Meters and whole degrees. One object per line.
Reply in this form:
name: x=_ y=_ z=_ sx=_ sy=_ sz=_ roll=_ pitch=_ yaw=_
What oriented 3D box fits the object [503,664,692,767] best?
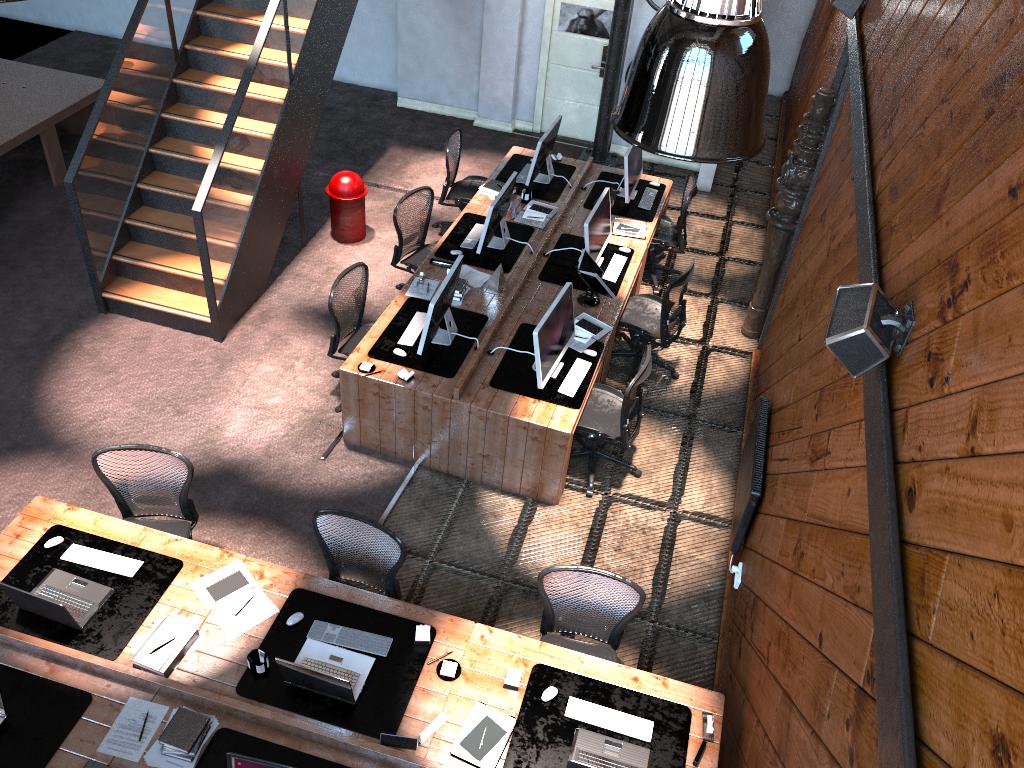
object: x=0.432 y=1.775 z=4.368 sx=0.848 sy=0.008 sz=0.687 roll=14 pitch=40 yaw=9

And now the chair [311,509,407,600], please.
chair: x=-0.937 y=1.304 z=5.086 sx=0.770 sy=1.085 sz=0.792 roll=7 pitch=40 yaw=1

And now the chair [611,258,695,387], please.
chair: x=1.158 y=-0.596 z=7.614 sx=0.792 sy=1.085 sz=0.770 roll=13 pitch=40 yaw=8

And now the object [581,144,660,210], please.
object: x=1.203 y=-2.076 z=8.631 sx=0.799 sy=0.576 sz=0.648 roll=-16 pitch=45 yaw=-24

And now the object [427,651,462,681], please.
object: x=-0.336 y=1.474 z=4.614 sx=0.158 sy=0.026 sz=0.154 roll=-19 pitch=46 yaw=-27

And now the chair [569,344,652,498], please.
chair: x=0.661 y=0.204 z=6.598 sx=0.792 sy=1.085 sz=0.770 roll=7 pitch=40 yaw=1

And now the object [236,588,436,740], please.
object: x=-0.895 y=1.431 z=4.611 sx=0.848 sy=0.008 sz=0.687 roll=14 pitch=40 yaw=9

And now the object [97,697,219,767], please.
object: x=-1.675 y=1.632 z=4.202 sx=0.478 sy=0.098 sz=0.319 roll=13 pitch=40 yaw=8

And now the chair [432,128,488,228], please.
chair: x=-0.416 y=-2.028 z=9.123 sx=0.792 sy=1.085 sz=0.770 roll=0 pitch=40 yaw=-7

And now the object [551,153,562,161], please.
object: x=0.465 y=-2.375 z=9.275 sx=0.106 sy=0.063 sz=0.082 roll=-5 pitch=41 yaw=-13

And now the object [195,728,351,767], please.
object: x=-1.099 y=1.955 z=3.961 sx=0.848 sy=0.008 sz=0.687 roll=14 pitch=40 yaw=9

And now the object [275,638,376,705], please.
object: x=-0.918 y=1.370 z=4.414 sx=0.380 sy=0.288 sz=0.320 roll=14 pitch=40 yaw=9

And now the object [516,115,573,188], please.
object: x=0.288 y=-2.292 z=8.777 sx=0.586 sy=0.581 sz=0.692 roll=-14 pitch=44 yaw=-22

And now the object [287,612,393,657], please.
object: x=-0.922 y=1.329 z=4.703 sx=0.577 sy=0.040 sz=0.139 roll=13 pitch=40 yaw=9

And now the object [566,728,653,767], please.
object: x=0.473 y=1.752 z=4.177 sx=0.390 sy=0.283 sz=0.323 roll=14 pitch=40 yaw=9

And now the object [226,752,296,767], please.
object: x=-1.105 y=1.859 z=3.851 sx=0.390 sy=0.283 sz=0.323 roll=10 pitch=40 yaw=5

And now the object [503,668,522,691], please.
object: x=0.007 y=1.517 z=4.578 sx=0.082 sy=0.063 sz=0.106 roll=12 pitch=40 yaw=7

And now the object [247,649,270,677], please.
object: x=-1.285 y=1.411 z=4.494 sx=0.099 sy=0.138 sz=0.078 roll=22 pitch=42 yaw=18

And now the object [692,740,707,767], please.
object: x=0.923 y=1.813 z=4.356 sx=0.022 sy=0.042 sz=0.134 roll=24 pitch=43 yaw=20

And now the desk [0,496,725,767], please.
desk: x=-1.119 y=1.916 z=4.525 sx=4.117 sy=0.840 sz=1.748 roll=14 pitch=40 yaw=9

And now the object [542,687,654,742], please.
object: x=0.426 y=1.666 z=4.471 sx=0.577 sy=0.040 sz=0.139 roll=16 pitch=41 yaw=12

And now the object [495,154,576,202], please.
object: x=0.223 y=-2.087 z=8.944 sx=0.687 sy=0.008 sz=0.848 roll=15 pitch=41 yaw=10

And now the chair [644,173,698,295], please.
chair: x=1.448 y=-1.529 z=8.762 sx=0.792 sy=1.085 sz=0.770 roll=0 pitch=40 yaw=-7

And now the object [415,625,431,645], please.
object: x=-0.475 y=1.331 z=4.727 sx=0.082 sy=0.063 sz=0.106 roll=2 pitch=40 yaw=-4

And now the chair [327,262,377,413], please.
chair: x=-1.095 y=-0.376 z=7.069 sx=0.792 sy=1.085 sz=0.770 roll=7 pitch=40 yaw=1

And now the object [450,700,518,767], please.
object: x=-0.131 y=1.711 z=4.335 sx=0.229 sy=0.060 sz=0.316 roll=19 pitch=42 yaw=15

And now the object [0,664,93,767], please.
object: x=-2.539 y=1.635 z=4.161 sx=0.848 sy=0.008 sz=0.687 roll=14 pitch=40 yaw=9

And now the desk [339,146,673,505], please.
desk: x=0.178 y=-0.855 z=7.990 sx=1.748 sy=0.840 sz=4.117 roll=15 pitch=41 yaw=11

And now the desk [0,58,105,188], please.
desk: x=-5.770 y=-2.199 z=8.915 sx=1.650 sy=0.750 sz=3.630 roll=14 pitch=40 yaw=9

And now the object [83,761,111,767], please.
object: x=-1.870 y=1.867 z=3.923 sx=0.325 sy=0.065 sz=0.363 roll=21 pitch=42 yaw=17

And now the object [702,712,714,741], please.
object: x=0.993 y=1.712 z=4.469 sx=0.054 sy=0.064 sz=0.159 roll=9 pitch=40 yaw=4

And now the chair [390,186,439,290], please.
chair: x=-0.720 y=-1.193 z=8.089 sx=0.792 sy=1.085 sz=0.770 roll=13 pitch=40 yaw=8

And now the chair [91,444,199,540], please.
chair: x=-2.192 y=0.936 z=5.367 sx=0.770 sy=1.085 sz=0.792 roll=-7 pitch=41 yaw=-15

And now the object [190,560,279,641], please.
object: x=-1.516 y=1.165 z=4.837 sx=0.304 sy=0.017 sz=0.467 roll=-27 pitch=50 yaw=-33

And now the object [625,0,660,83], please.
object: x=1.917 y=-3.893 z=9.947 sx=1.022 sy=1.846 sz=0.655 roll=-2 pitch=41 yaw=-10

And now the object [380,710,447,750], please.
object: x=-0.463 y=1.690 z=4.296 sx=0.347 sy=0.083 sz=0.129 roll=-14 pitch=44 yaw=-22

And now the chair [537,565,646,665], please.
chair: x=0.387 y=1.570 z=4.935 sx=0.770 sy=1.085 sz=0.792 roll=0 pitch=40 yaw=-7

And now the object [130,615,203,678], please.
object: x=-1.791 y=1.323 z=4.581 sx=0.325 sy=0.065 sz=0.363 roll=24 pitch=43 yaw=20

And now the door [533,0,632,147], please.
door: x=0.850 y=-4.026 z=10.739 sx=1.013 sy=2.268 sz=0.064 roll=14 pitch=40 yaw=9
